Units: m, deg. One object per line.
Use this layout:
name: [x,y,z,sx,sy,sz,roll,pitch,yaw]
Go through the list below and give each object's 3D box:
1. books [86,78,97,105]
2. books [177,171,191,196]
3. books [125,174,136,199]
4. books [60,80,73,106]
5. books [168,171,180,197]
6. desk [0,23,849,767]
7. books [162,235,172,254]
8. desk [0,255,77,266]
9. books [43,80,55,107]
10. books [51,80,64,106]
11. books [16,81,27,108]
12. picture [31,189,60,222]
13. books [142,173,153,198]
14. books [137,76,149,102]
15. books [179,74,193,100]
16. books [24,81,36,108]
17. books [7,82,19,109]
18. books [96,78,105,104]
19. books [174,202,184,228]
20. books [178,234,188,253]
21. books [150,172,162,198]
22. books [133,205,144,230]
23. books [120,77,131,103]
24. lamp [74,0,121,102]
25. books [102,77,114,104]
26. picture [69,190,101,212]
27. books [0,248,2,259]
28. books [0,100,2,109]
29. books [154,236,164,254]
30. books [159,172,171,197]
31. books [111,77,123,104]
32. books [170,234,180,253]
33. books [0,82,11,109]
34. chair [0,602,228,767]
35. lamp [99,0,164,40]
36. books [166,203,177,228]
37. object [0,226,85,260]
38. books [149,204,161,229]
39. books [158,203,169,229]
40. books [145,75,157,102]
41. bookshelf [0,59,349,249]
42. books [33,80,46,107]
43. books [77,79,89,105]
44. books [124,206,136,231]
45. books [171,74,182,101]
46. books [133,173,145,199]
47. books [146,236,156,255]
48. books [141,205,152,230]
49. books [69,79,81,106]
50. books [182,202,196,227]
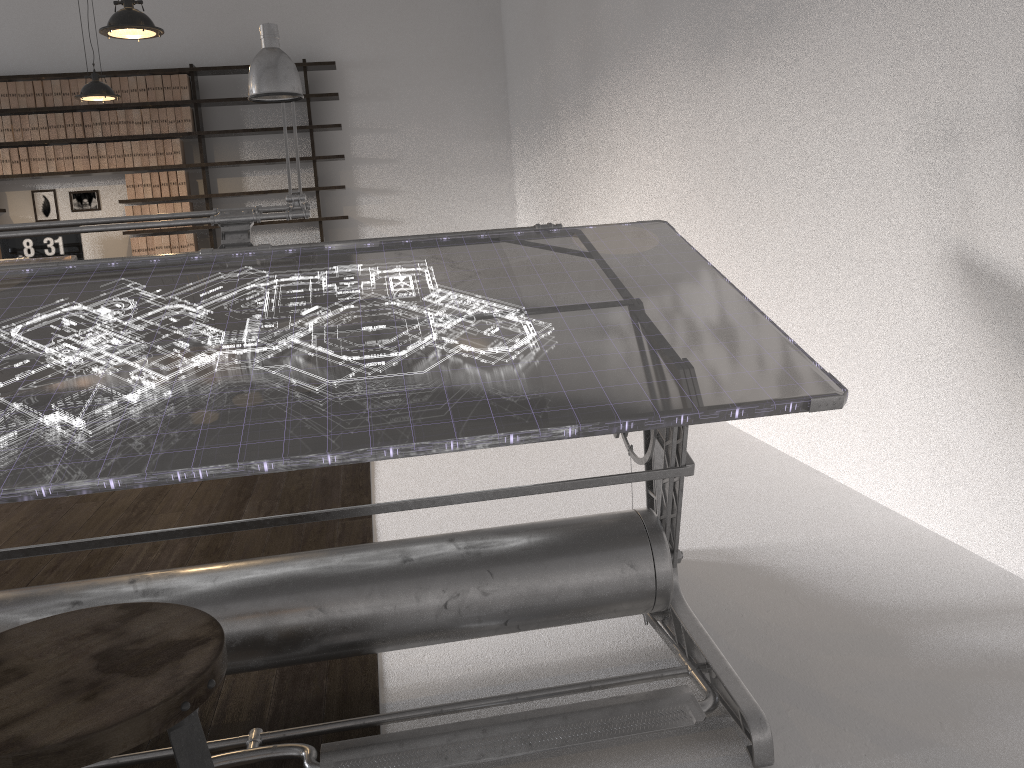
books: [-3.629,-2.526,7.694,0.067,0.224,0.176,-5,9,-9]
books: [-2.926,-1.785,7.906,0.067,0.224,0.176,-5,9,-9]
books: [-3.357,-1.741,7.840,0.067,0.224,0.176,-5,9,-9]
books: [-3.831,-2.506,7.664,0.067,0.224,0.175,-5,9,-9]
books: [-3.001,-1.777,7.897,0.067,0.224,0.176,-5,9,-9]
desk: [-0.557,-0.037,1.789,2.070,1.377,1.084,-6,9,-9]
books: [-3.078,-1.223,7.947,0.067,0.224,0.176,-5,9,-9]
desk: [-3.494,-0.377,4.738,2.070,1.377,1.084,-6,9,-9]
books: [-3.971,-2.492,7.642,0.067,0.224,0.176,-5,9,-9]
books: [-3.900,-2.498,7.648,0.067,0.224,0.175,-5,9,-9]
books: [-4.181,-2.469,7.606,0.067,0.224,0.176,-5,9,-9]
picture: [-4.155,-1.587,7.892,0.201,0.282,0.022,-6,8,-10]
books: [-3.217,-1.754,7.858,0.067,0.224,0.175,-5,9,-9]
books: [-3.218,-2.568,7.755,0.067,0.224,0.176,-5,9,-9]
books: [-2.874,-2.604,7.813,0.067,0.224,0.175,-5,9,-9]
books: [-4.117,-2.476,7.619,0.067,0.224,0.176,-5,9,-9]
books: [-4.243,-2.462,7.592,0.067,0.224,0.176,-5,9,-9]
books: [-3.567,-2.532,7.703,0.067,0.224,0.176,-5,9,-9]
books: [-2.969,-1.509,7.933,0.067,0.224,0.176,-5,9,-9]
books: [-2.942,-1.238,7.975,0.067,0.224,0.175,-5,9,-9]
books: [-3.148,-1.762,7.874,0.067,0.224,0.176,-5,9,-9]
books: [-3.305,-1.474,7.881,0.067,0.224,0.176,-5,9,-9]
books: [-3.359,-2.555,7.740,0.067,0.224,0.175,-5,9,-9]
lamp: [-3.090,-3.178,6.285,0.310,2.237,0.315,-2,8,16]
books: [-3.495,-2.540,7.712,0.067,0.224,0.176,-5,9,-9]
picture: [-3.827,-1.640,7.940,0.251,0.182,0.023,-6,8,-9]
books: [-4.515,-1.076,7.724,0.067,0.224,0.175,-5,9,-9]
books: [-4.386,-2.448,7.573,0.067,0.224,0.175,-5,9,-9]
books: [-3.144,-1.216,7.939,0.067,0.224,0.176,-5,9,-9]
books: [-3.073,-1.769,7.880,0.067,0.224,0.176,-5,9,-9]
books: [-3.427,-2.547,7.727,0.067,0.224,0.176,-5,9,-9]
books: [-3.010,-1.230,7.962,0.067,0.224,0.176,-5,9,-9]
books: [-4.314,-2.455,7.581,0.067,0.224,0.176,-5,9,-9]
chair: [-0.443,0.553,0.959,0.359,0.524,0.373,-9,10,-30]
lamp: [-2.027,-2.899,4.386,0.312,2.237,0.314,-9,9,-29]
books: [-3.030,-1.501,7.919,0.067,0.224,0.176,-5,9,-9]
object: [-3.983,-1.099,7.549,0.643,0.514,0.206,-6,8,-9]
books: [-3.167,-1.488,7.901,0.067,0.224,0.175,-5,9,-9]
books: [-3.095,-1.495,7.909,0.067,0.224,0.176,-5,9,-9]
books: [-3.147,-2.575,7.766,0.067,0.224,0.176,-5,9,-9]
bookshelf: [-6.005,-0.917,7.573,9.183,3.185,0.376,-6,8,-9]
books: [-4.044,-2.483,7.625,0.067,0.224,0.176,-5,9,-9]
books: [-3.694,-2.519,7.679,0.067,0.224,0.176,-5,9,-9]
books: [-3.373,-1.466,7.866,0.067,0.224,0.176,-5,9,-9]
books: [-2.943,-2.598,7.806,0.067,0.224,0.175,-5,9,-9]
books: [-3.287,-1.748,7.851,0.067,0.224,0.175,-5,9,-9]
books: [-3.206,-1.210,7.930,0.067,0.224,0.176,-5,9,-9]
books: [-3.236,-1.481,7.894,0.067,0.224,0.175,-5,9,-9]
books: [-3.761,-2.513,7.675,0.067,0.224,0.176,-5,9,-9]
books: [-2.900,-1.516,7.945,0.067,0.224,0.176,-5,9,-9]
